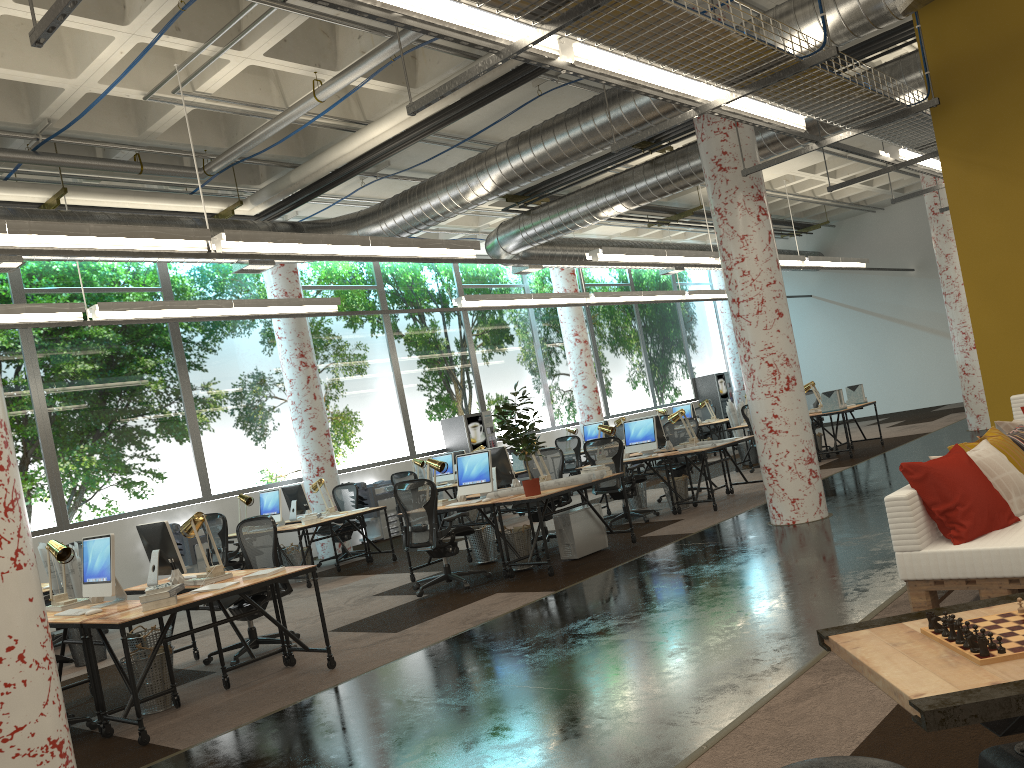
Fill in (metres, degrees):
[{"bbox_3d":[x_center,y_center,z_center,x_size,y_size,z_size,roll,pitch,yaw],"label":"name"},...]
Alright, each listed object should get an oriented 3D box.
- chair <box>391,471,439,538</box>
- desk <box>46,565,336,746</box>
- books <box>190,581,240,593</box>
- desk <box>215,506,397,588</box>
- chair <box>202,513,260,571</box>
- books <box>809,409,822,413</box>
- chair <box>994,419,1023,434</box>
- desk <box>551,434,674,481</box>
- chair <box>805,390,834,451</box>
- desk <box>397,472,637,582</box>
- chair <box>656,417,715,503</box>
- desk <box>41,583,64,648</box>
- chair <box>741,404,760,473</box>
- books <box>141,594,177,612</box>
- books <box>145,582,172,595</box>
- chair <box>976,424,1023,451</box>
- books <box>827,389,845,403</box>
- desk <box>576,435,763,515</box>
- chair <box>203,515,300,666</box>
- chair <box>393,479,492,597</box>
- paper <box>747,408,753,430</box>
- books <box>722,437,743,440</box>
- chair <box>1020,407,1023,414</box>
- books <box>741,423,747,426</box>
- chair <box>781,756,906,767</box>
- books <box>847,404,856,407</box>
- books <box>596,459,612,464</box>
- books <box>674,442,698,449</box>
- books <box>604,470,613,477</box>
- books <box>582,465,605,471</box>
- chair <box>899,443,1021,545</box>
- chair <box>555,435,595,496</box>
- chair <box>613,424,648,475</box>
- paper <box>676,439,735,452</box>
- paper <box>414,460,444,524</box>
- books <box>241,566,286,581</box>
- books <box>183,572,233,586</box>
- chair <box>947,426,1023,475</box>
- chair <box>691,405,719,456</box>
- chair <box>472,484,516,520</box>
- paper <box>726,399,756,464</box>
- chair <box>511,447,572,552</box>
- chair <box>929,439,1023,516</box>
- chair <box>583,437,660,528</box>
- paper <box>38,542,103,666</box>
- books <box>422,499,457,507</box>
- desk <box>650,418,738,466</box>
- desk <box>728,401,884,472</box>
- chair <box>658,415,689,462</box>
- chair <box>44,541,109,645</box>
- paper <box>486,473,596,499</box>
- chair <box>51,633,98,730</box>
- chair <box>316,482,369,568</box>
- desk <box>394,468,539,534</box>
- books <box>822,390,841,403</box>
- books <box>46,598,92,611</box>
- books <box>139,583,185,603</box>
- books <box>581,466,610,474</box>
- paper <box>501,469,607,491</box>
[{"bbox_3d":[-1.417,1.820,13.344,0.773,1.085,0.789,-11,-1,25],"label":"chair"},{"bbox_3d":[-2.433,1.830,6.225,1.951,0.724,1.395,-13,-3,42],"label":"desk"},{"bbox_3d":[-1.961,1.342,5.852,0.244,0.019,0.205,-12,-3,19],"label":"books"},{"bbox_3d":[-2.710,2.160,11.587,1.951,0.724,1.395,-13,-3,42],"label":"desk"},{"bbox_3d":[-3.471,2.098,11.025,0.773,1.085,0.789,-11,-1,25],"label":"chair"},{"bbox_3d":[4.990,0.427,14.449,0.310,0.038,0.224,-14,-4,42],"label":"books"},{"bbox_3d":[3.323,0.402,5.642,0.543,0.437,0.336,-9,-2,-43],"label":"chair"},{"bbox_3d":[1.964,1.527,16.866,1.951,0.724,1.395,-13,-3,42],"label":"desk"},{"bbox_3d":[5.036,0.667,15.229,0.773,1.085,0.789,-11,-1,25],"label":"chair"},{"bbox_3d":[0.035,1.476,9.059,1.951,0.724,1.395,-13,-3,42],"label":"desk"},{"bbox_3d":[2.348,1.039,12.340,0.773,1.085,0.789,-11,-1,25],"label":"chair"},{"bbox_3d":[-5.199,2.497,8.777,1.951,0.724,1.395,-13,-3,42],"label":"desk"},{"bbox_3d":[3.978,0.796,13.757,0.773,1.085,0.789,-11,-1,25],"label":"chair"},{"bbox_3d":[-2.192,1.353,5.509,0.200,0.050,0.273,-10,-3,-21],"label":"books"},{"bbox_3d":[-2.205,1.276,5.526,0.152,0.030,0.186,-10,-3,-20],"label":"books"},{"bbox_3d":[3.108,0.456,5.289,0.521,0.408,0.343,-10,-2,-32],"label":"chair"},{"bbox_3d":[4.968,0.248,13.589,0.235,0.310,0.067,-12,-1,42],"label":"books"},{"bbox_3d":[2.050,1.230,11.430,1.951,0.724,1.395,-13,-3,42],"label":"desk"},{"bbox_3d":[-2.135,1.639,7.135,0.773,1.085,0.789,-11,-1,25],"label":"chair"},{"bbox_3d":[-0.726,1.414,8.497,0.773,1.085,0.789,-11,-1,25],"label":"chair"},{"bbox_3d":[3.194,0.740,10.900,0.442,1.198,0.411,-11,0,20],"label":"paper"},{"bbox_3d":[2.803,0.703,11.344,0.243,0.019,0.206,-10,-3,-11],"label":"books"},{"bbox_3d":[3.755,0.319,5.920,0.535,0.437,0.286,-11,-1,14],"label":"chair"},{"bbox_3d":[3.945,0.634,14.536,0.310,0.038,0.224,-14,-4,42],"label":"books"},{"bbox_3d":[0.743,1.111,1.904,0.346,0.497,0.338,-11,-1,1],"label":"chair"},{"bbox_3d":[5.322,0.349,14.010,0.201,0.024,0.235,-12,-3,15],"label":"books"},{"bbox_3d":[1.257,1.006,11.647,0.310,0.038,0.224,-14,-4,42],"label":"books"},{"bbox_3d":[2.302,0.799,11.560,0.310,0.038,0.224,-14,-4,42],"label":"books"},{"bbox_3d":[0.846,0.919,8.929,0.273,0.050,0.199,-13,-4,39],"label":"books"},{"bbox_3d":[0.824,0.844,8.945,0.186,0.030,0.152,-13,-4,40],"label":"books"},{"bbox_3d":[2.209,0.547,4.394,0.532,0.444,0.303,-10,-1,-32],"label":"chair"},{"bbox_3d":[1.203,1.465,16.304,0.773,1.085,0.789,-11,-1,25],"label":"chair"},{"bbox_3d":[2.262,1.336,17.776,0.773,1.085,0.789,-11,-1,25],"label":"chair"},{"bbox_3d":[2.390,0.744,10.887,0.571,0.061,0.623,-13,-4,39],"label":"paper"},{"bbox_3d":[-1.365,1.838,15.067,0.442,1.198,0.411,-11,0,20],"label":"paper"},{"bbox_3d":[-1.704,1.301,6.080,0.201,0.024,0.235,-12,-3,15],"label":"books"},{"bbox_3d":[-2.181,1.399,6.355,0.310,0.038,0.224,-14,-4,42],"label":"books"},{"bbox_3d":[2.768,0.474,5.002,0.544,0.438,0.318,-10,-1,-36],"label":"chair"},{"bbox_3d":[4.397,1.047,20.188,0.773,1.085,0.789,-11,-1,25],"label":"chair"},{"bbox_3d":[-0.359,1.691,14.816,0.773,1.085,0.789,-11,-1,25],"label":"chair"},{"bbox_3d":[4.030,0.815,15.480,0.442,1.198,0.411,-11,0,20],"label":"paper"},{"bbox_3d":[0.333,1.285,9.969,0.773,1.085,0.789,-11,-1,25],"label":"chair"},{"bbox_3d":[2.542,0.520,4.698,0.522,0.401,0.333,-10,-1,-29],"label":"chair"},{"bbox_3d":[1.289,1.168,10.868,0.773,1.085,0.789,-11,-1,25],"label":"chair"},{"bbox_3d":[-4.054,2.007,8.247,0.442,1.198,0.411,-11,0,20],"label":"paper"},{"bbox_3d":[-0.758,1.252,9.276,0.310,0.038,0.224,-14,-4,42],"label":"books"},{"bbox_3d":[4.100,1.238,19.278,1.951,0.724,1.395,-13,-3,42],"label":"desk"},{"bbox_3d":[4.739,0.858,14.319,1.951,0.724,1.395,-13,-3,42],"label":"desk"},{"bbox_3d":[3.339,1.176,18.716,0.773,1.085,0.789,-11,-1,25],"label":"chair"},{"bbox_3d":[-4.901,2.306,9.687,0.773,1.085,0.789,-11,-1,25],"label":"chair"},{"bbox_3d":[0.257,0.997,8.574,1.137,0.082,0.082,-12,-2,17],"label":"paper"},{"bbox_3d":[-3.193,1.768,5.663,0.773,1.085,0.789,-11,-1,25],"label":"chair"},{"bbox_3d":[-2.413,1.969,12.497,0.773,1.085,0.789,-11,-1,25],"label":"chair"},{"bbox_3d":[-0.656,1.882,13.907,1.951,0.724,1.395,-13,-3,42],"label":"desk"},{"bbox_3d":[4.871,0.261,13.480,0.235,0.310,0.067,-12,-1,42],"label":"books"},{"bbox_3d":[-3.226,1.606,6.443,0.310,0.038,0.224,-14,-4,42],"label":"books"},{"bbox_3d":[-2.184,1.304,5.530,0.193,0.044,0.257,-11,-3,-1],"label":"books"},{"bbox_3d":[0.841,0.873,8.955,0.192,0.044,0.259,-9,-3,-31],"label":"books"},{"bbox_3d":[0.367,0.982,8.698,1.135,0.082,0.083,-11,-1,7],"label":"paper"}]
